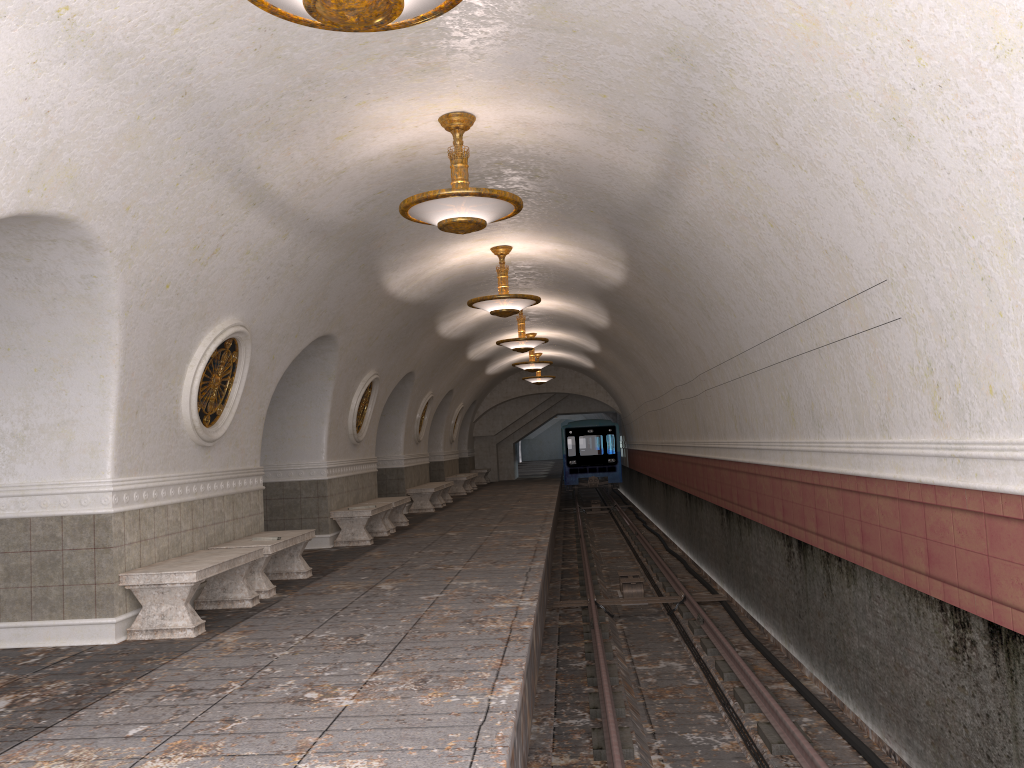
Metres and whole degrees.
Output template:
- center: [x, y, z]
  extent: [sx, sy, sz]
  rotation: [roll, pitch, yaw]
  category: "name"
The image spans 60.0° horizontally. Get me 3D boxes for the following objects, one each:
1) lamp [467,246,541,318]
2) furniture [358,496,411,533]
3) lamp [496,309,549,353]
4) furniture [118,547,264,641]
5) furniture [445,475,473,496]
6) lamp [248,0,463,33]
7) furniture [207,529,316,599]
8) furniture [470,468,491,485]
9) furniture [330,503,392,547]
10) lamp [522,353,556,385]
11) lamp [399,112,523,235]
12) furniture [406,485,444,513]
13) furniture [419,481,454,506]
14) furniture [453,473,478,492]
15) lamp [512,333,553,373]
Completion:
- center: [-0.120, -1.373, 12.059]
  extent: [1.008, 0.955, 1.008]
  rotation: [-2, -4, -13]
  category: "lamp"
- center: [-2.151, 2.228, 15.114]
  extent: [0.613, 0.508, 1.509]
  rotation: [-3, -4, 3]
  category: "furniture"
- center: [0.182, -1.061, 16.870]
  extent: [1.008, 0.955, 1.008]
  rotation: [-4, -4, 19]
  category: "lamp"
- center: [-2.632, 1.730, 7.455]
  extent: [0.613, 0.508, 1.509]
  rotation: [-3, -4, 3]
  category: "furniture"
- center: [-1.505, 2.894, 25.374]
  extent: [0.613, 0.508, 1.509]
  rotation: [-3, -4, 3]
  category: "furniture"
- center: [-0.654, -1.924, 3.577]
  extent: [1.008, 0.955, 1.008]
  rotation: [0, -5, -41]
  category: "lamp"
- center: [-2.527, 1.839, 9.130]
  extent: [0.613, 0.508, 1.509]
  rotation: [-3, -4, 3]
  category: "furniture"
- center: [-1.111, 3.302, 31.651]
  extent: [0.613, 0.508, 1.509]
  rotation: [-3, -4, 3]
  category: "furniture"
- center: [-2.256, 2.119, 13.440]
  extent: [0.613, 0.508, 1.509]
  rotation: [-3, -4, 3]
  category: "furniture"
- center: [0.787, -0.436, 26.488]
  extent: [1.008, 0.955, 1.008]
  rotation: [0, -5, -41]
  category: "lamp"
- center: [-0.425, -1.688, 7.217]
  extent: [1.008, 0.955, 1.008]
  rotation: [-2, -4, -13]
  category: "lamp"
- center: [-1.879, 2.508, 19.436]
  extent: [0.613, 0.508, 1.509]
  rotation: [-3, -4, 3]
  category: "furniture"
- center: [-1.773, 2.617, 21.111]
  extent: [0.613, 0.508, 1.509]
  rotation: [-3, -4, 3]
  category: "furniture"
- center: [-1.400, 3.003, 27.049]
  extent: [0.613, 0.508, 1.509]
  rotation: [-3, -4, 3]
  category: "furniture"
- center: [0.485, -0.748, 21.678]
  extent: [1.008, 0.955, 1.008]
  rotation: [-4, -4, 19]
  category: "lamp"
